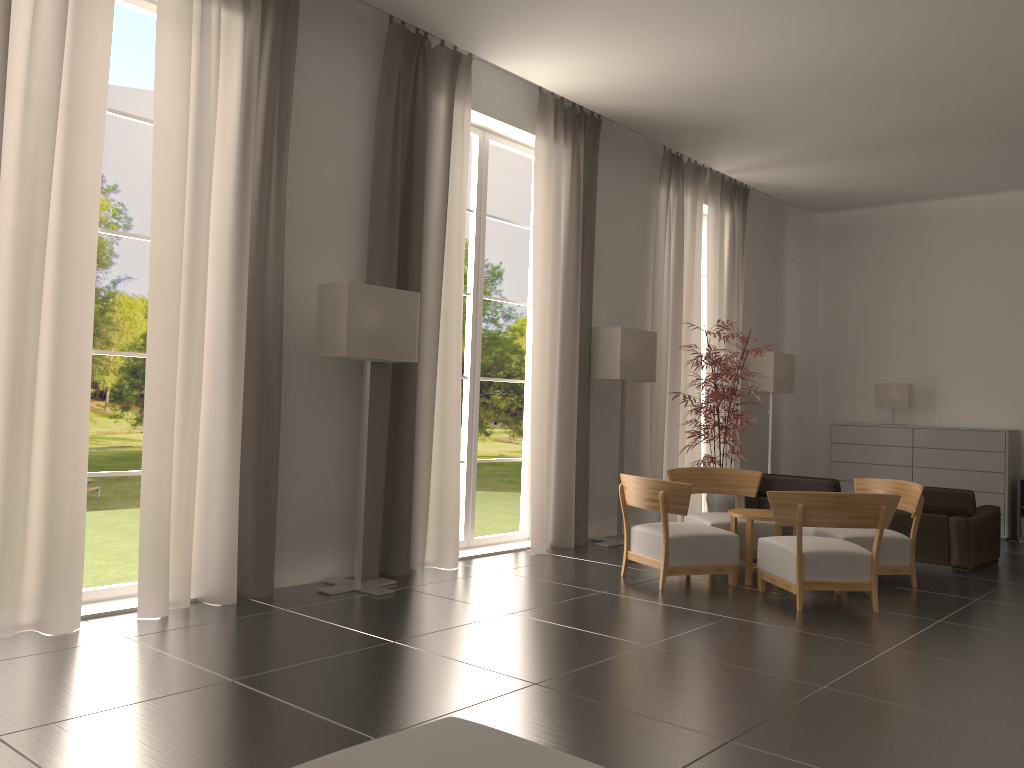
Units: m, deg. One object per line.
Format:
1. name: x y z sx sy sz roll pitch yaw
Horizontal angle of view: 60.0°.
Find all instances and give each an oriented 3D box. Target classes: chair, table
1. chair: 2.830 1.762 11.792 1.451 1.227 1.150 3 -2 -15
2. chair: 1.909 1.694 10.413 1.150 1.227 1.451 3 -2 -25
3. chair: 5.900 1.958 12.543 1.538 1.077 1.498 1 -2 40
4. chair: 3.312 1.722 9.501 1.452 1.228 1.150 2 -2 -5
5. table: 3.026 1.952 10.642 0.869 0.803 0.869 3 -2 -27
6. chair: 4.540 1.937 13.703 1.538 1.077 1.498 1 -2 40
7. chair: 4.309 1.792 10.882 1.150 1.227 1.451 2 -2 -10

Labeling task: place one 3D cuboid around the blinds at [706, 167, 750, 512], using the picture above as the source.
1. blinds: 3.916 -0.692 16.405 0.417 6.437 1.548 0 -3 37

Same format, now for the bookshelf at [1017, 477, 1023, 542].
1. bookshelf: 9.969 2.156 14.289 3.080 1.080 0.739 1 -2 40

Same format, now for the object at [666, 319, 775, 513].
1. object: 3.070 0.726 13.322 1.489 3.400 1.769 1 -3 25

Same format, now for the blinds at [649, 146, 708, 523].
1. blinds: 2.817 -0.763 15.119 0.415 6.437 1.548 0 -3 45

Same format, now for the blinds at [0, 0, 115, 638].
1. blinds: -4.053 -1.210 7.061 0.415 6.437 1.548 0 -3 45

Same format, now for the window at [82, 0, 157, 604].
1. window: -3.950 -0.870 8.119 0.110 5.755 2.641 0 -3 40

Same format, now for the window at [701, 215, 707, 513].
1. window: 2.899 -0.425 16.152 0.110 5.755 2.641 0 -3 40

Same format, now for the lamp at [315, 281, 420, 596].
1. lamp: -1.579 0.566 9.445 0.908 3.181 0.999 0 -3 40

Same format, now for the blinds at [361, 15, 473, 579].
1. blinds: -1.113 -1.019 10.510 0.415 6.437 1.548 0 -3 45

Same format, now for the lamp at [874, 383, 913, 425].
1. lamp: 7.342 0.391 17.059 0.619 0.796 0.309 0 -3 40

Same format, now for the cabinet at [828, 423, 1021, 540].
1. cabinet: 7.610 1.724 16.492 3.080 1.878 1.039 1 -3 40

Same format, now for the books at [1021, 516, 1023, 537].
1. books: 8.709 2.424 15.100 0.022 0.339 0.253 0 -3 40

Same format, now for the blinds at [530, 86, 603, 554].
1. blinds: 0.724 -0.900 12.661 0.417 6.437 1.548 0 -3 37

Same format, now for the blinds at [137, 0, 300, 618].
1. blinds: -2.801 -1.129 8.527 0.417 6.437 1.548 0 -3 37

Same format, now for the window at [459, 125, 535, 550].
1. window: -0.526 -0.647 12.136 0.110 5.755 2.641 0 -3 40

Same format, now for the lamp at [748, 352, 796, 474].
1. lamp: 5.013 0.995 17.176 0.908 3.181 0.999 0 -3 40

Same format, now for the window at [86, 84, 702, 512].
1. window: 14.302 -2.693 12.379 99.124 20.598 48.587 1 -2 40

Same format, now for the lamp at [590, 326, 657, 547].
1. lamp: 1.645 0.776 13.226 0.908 3.181 0.999 0 -3 40
